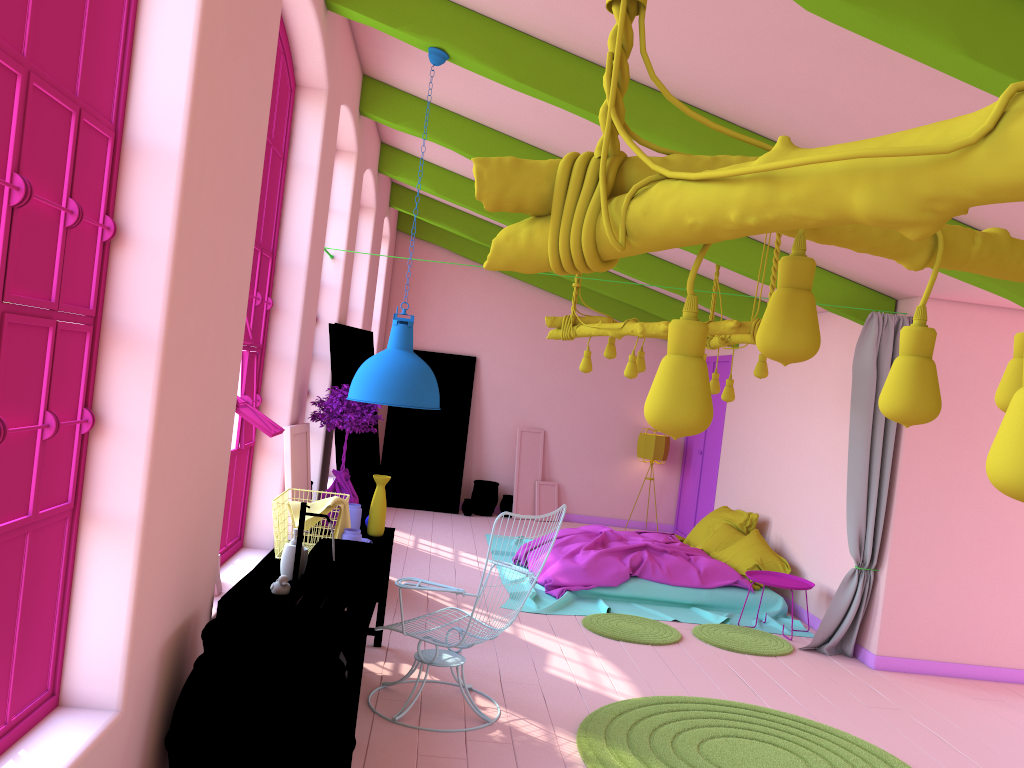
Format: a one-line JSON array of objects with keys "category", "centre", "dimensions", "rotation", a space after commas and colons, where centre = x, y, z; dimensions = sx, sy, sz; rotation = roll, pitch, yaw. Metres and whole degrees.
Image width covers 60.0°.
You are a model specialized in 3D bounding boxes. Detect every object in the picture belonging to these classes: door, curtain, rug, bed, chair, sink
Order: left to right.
[{"category": "sink", "centre": [-0.806, 0.896, 4.312], "dimensions": [0.340, 0.194, 0.609], "rotation": [7, 0, -5]}, {"category": "door", "centre": [-1.282, 0.637, 7.464], "dimensions": [0.450, 2.211, 1.153], "rotation": [7, 1, 5]}, {"category": "door", "centre": [-1.191, 0.644, 12.405], "dimensions": [1.153, 2.211, 0.450], "rotation": [7, 1, -5]}, {"category": "chair", "centre": [-0.304, 1.243, 5.047], "dimensions": [0.924, 1.238, 1.079], "rotation": [7, 1, 30]}, {"category": "bed", "centre": [1.181, 1.781, 9.282], "dimensions": [2.802, 0.514, 3.575], "rotation": [7, 0, -5]}, {"category": "rug", "centre": [0.976, 1.999, 7.255], "dimensions": [0.793, 0.021, 0.792], "rotation": [7, 0, -22]}, {"category": "door", "centre": [2.585, 0.909, 12.089], "dimensions": [0.108, 2.591, 1.677], "rotation": [7, 1, -4]}, {"category": "rug", "centre": [1.902, 2.109, 7.329], "dimensions": [0.792, 0.021, 0.793], "rotation": [7, 0, 23]}, {"category": "rug", "centre": [1.293, 2.029, 4.730], "dimensions": [1.889, 0.050, 1.888], "rotation": [7, 0, -17]}, {"category": "curtain", "centre": [2.816, 0.826, 7.157], "dimensions": [0.519, 2.786, 0.525], "rotation": [6, 1, -24]}]

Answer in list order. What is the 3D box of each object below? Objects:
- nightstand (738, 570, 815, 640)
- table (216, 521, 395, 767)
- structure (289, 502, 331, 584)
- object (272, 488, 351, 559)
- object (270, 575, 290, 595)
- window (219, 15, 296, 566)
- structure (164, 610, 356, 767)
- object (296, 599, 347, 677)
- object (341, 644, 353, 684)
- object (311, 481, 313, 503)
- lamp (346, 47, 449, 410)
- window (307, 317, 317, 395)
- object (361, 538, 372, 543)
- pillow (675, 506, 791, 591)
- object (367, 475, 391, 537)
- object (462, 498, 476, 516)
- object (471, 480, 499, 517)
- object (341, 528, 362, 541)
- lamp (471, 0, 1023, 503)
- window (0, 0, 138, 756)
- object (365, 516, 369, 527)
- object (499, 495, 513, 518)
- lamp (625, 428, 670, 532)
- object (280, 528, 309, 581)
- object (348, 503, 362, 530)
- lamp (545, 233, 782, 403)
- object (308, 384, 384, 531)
[{"category": "nightstand", "centre": [2.337, 1.941, 7.828], "dimensions": [0.595, 0.458, 0.596], "rotation": [7, 0, 33]}, {"category": "table", "centre": [-1.083, 1.357, 4.951], "dimensions": [0.655, 0.821, 2.192], "rotation": [7, 0, -4]}, {"category": "structure", "centre": [-0.977, 0.776, 4.271], "dimensions": [0.166, 0.397, 0.087], "rotation": [7, 1, 5]}, {"category": "object", "centre": [-1.093, 0.779, 4.963], "dimensions": [0.444, 0.369, 0.633], "rotation": [7, 0, -5]}, {"category": "object", "centre": [-1.053, 0.911, 4.050], "dimensions": [0.088, 0.088, 0.086], "rotation": [7, 0, 12]}, {"category": "window", "centre": [-1.411, -0.494, 4.623], "dimensions": [0.492, 3.004, 1.497], "rotation": [7, 1, -4]}, {"category": "structure", "centre": [-0.966, 1.362, 3.446], "dimensions": [0.718, 0.845, 0.717], "rotation": [6, 1, -37]}, {"category": "object", "centre": [0.450, 1.162, 0.800], "dimensions": [2.827, 1.580, 7.863], "rotation": [7, 0, -4]}, {"category": "object", "centre": [-1.163, 1.620, 5.273], "dimensions": [0.446, 0.277, 0.521], "rotation": [7, 0, -5]}, {"category": "object", "centre": [-1.611, 0.857, 6.649], "dimensions": [0.223, 0.272, 0.223], "rotation": [7, 0, -17]}, {"category": "lamp", "centre": [-0.548, -0.880, 4.976], "dimensions": [0.528, 2.002, 0.529], "rotation": [7, 1, 27]}, {"category": "window", "centre": [-1.554, -0.521, 6.536], "dimensions": [0.072, 3.047, 1.274], "rotation": [7, 1, -4]}, {"category": "object", "centre": [-0.902, 0.948, 5.249], "dimensions": [0.137, 0.076, 0.076], "rotation": [7, 0, 15]}, {"category": "pillow", "centre": [2.258, 1.744, 9.623], "dimensions": [0.849, 0.822, 2.616], "rotation": [7, 0, -15]}, {"category": "object", "centre": [-0.857, 0.782, 5.698], "dimensions": [0.116, 0.383, 0.116], "rotation": [6, 1, -31]}, {"category": "object", "centre": [-0.601, 1.705, 12.239], "dimensions": [0.199, 0.234, 0.199], "rotation": [6, 1, -37]}, {"category": "object", "centre": [-0.384, 1.606, 12.474], "dimensions": [0.385, 0.471, 0.386], "rotation": [7, 1, 38]}, {"category": "object", "centre": [-0.876, 0.888, 4.804], "dimensions": [0.109, 0.197, 0.109], "rotation": [7, 1, -12]}, {"category": "lamp", "centre": [1.047, -0.863, 1.018], "dimensions": [1.611, 2.265, 1.774], "rotation": [7, 0, -23]}, {"category": "window", "centre": [-1.214, -0.477, 2.170], "dimensions": [0.072, 3.047, 1.274], "rotation": [7, 1, -4]}, {"category": "object", "centre": [-0.901, 0.859, 5.895], "dimensions": [0.132, 0.219, 0.132], "rotation": [7, 1, 12]}, {"category": "object", "centre": [-0.050, 1.734, 12.577], "dimensions": [0.260, 0.306, 0.260], "rotation": [7, 0, 28]}, {"category": "lamp", "centre": [1.972, 1.370, 12.593], "dimensions": [0.491, 1.467, 0.477], "rotation": [7, 1, 25]}, {"category": "object", "centre": [-1.028, 0.846, 4.528], "dimensions": [0.165, 0.250, 0.411], "rotation": [7, 0, 31]}, {"category": "object", "centre": [-1.013, 0.861, 5.617], "dimensions": [0.109, 0.197, 0.109], "rotation": [7, 1, 33]}, {"category": "lamp", "centre": [1.374, -1.027, 6.599], "dimensions": [1.611, 2.265, 1.774], "rotation": [7, 0, -23]}, {"category": "object", "centre": [-1.093, 0.474, 5.727], "dimensions": [0.441, 0.951, 0.502], "rotation": [6, 1, -45]}]
